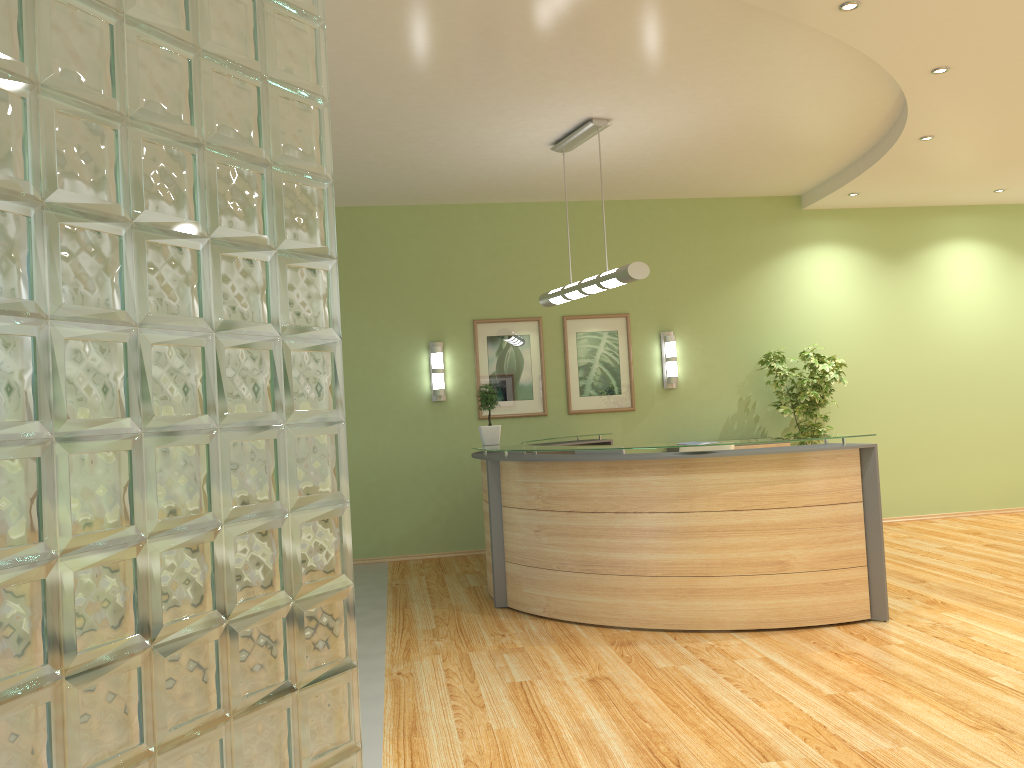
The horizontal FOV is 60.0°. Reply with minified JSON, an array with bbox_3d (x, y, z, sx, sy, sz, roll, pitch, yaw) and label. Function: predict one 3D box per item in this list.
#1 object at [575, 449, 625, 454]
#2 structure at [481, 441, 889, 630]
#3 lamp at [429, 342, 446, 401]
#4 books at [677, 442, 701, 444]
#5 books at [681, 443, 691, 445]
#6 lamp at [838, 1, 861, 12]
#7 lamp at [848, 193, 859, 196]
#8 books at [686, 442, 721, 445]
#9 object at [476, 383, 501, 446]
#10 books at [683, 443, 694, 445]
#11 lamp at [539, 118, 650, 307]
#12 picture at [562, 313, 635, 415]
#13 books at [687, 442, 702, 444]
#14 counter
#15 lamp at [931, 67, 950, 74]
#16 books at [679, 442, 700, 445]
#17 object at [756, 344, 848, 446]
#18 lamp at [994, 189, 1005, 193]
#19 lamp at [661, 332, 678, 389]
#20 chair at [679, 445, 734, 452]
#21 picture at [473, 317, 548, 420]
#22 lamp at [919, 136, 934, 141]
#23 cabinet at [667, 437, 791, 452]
[{"bbox_3d":[0.630,0.638,6.052,0.411,0.405,0.206,-5,-2,42],"label":"object"},{"bbox_3d":[0.696,1.032,6.708,1.837,1.049,3.673,-3,-2,-23],"label":"structure"},{"bbox_3d":[-0.731,-0.124,8.719,0.134,0.580,0.142,-3,-2,-8],"label":"lamp"},{"bbox_3d":[1.138,0.365,5.475,0.210,0.004,0.150,-3,-2,-3],"label":"books"},{"bbox_3d":[1.146,0.363,5.439,0.210,0.004,0.150,-3,-2,-23],"label":"books"},{"bbox_3d":[1.706,-1.907,4.482,0.105,0.011,0.105,-5,-2,40],"label":"lamp"},{"bbox_3d":[3.378,-1.873,8.765,0.105,0.011,0.105,-2,-2,-40],"label":"lamp"},{"bbox_3d":[1.166,0.361,5.408,0.210,0.004,0.150,-2,-2,-43],"label":"books"},{"bbox_3d":[-0.187,0.238,7.134,0.216,0.507,0.230,-4,-2,18],"label":"object"},{"bbox_3d":[1.154,0.362,5.423,0.210,0.004,0.150,-2,-2,-33],"label":"books"},{"bbox_3d":[0.555,-1.303,6.774,0.197,1.249,1.470,-3,-2,-23],"label":"lamp"},{"bbox_3d":[0.884,-0.207,8.999,0.700,1.000,0.025,-3,-2,-8],"label":"picture"},{"bbox_3d":[1.140,0.364,5.457,0.210,0.004,0.150,-3,-2,-13],"label":"books"},{"bbox_3d":[0.665,0.470,6.725,1.837,0.078,3.674,-3,-2,-23],"label":"counter"},{"bbox_3d":[2.641,-1.931,5.468,0.105,0.011,0.105,-2,-2,-29],"label":"lamp"},{"bbox_3d":[1.139,0.365,5.493,0.210,0.004,0.150,-3,-2,7],"label":"books"},{"bbox_3d":[2.958,0.551,8.890,0.916,1.905,0.649,-3,-2,-20],"label":"object"},{"bbox_3d":[4.935,-1.955,8.978,0.105,0.011,0.105,-2,-2,-40],"label":"lamp"},{"bbox_3d":[1.612,-0.247,9.039,0.134,0.580,0.142,-3,-2,-8],"label":"lamp"},{"bbox_3d":[1.380,1.010,6.905,0.652,1.048,0.584,-2,-2,-45],"label":"chair"},{"bbox_3d":[-0.016,-0.160,8.875,0.700,1.000,0.025,-3,-2,-8],"label":"picture"},{"bbox_3d":[3.246,-1.921,6.940,0.105,0.011,0.105,-3,-2,-18],"label":"lamp"},{"bbox_3d":[2.191,1.056,8.868,1.115,0.966,0.501,-3,-2,-8],"label":"cabinet"}]
